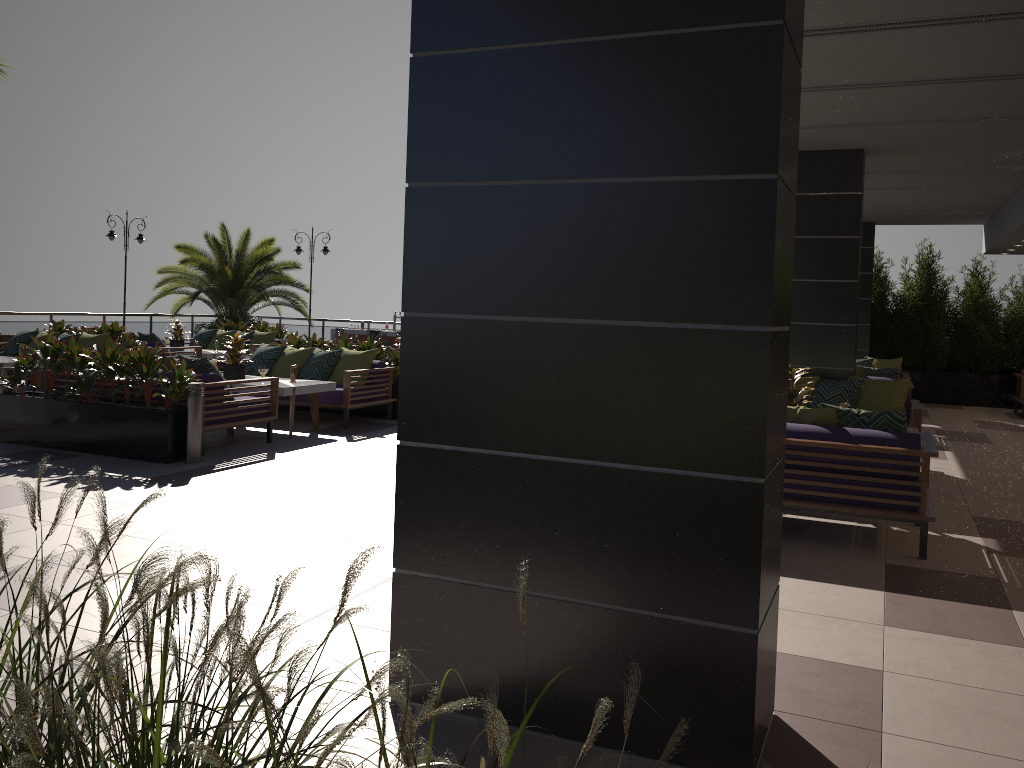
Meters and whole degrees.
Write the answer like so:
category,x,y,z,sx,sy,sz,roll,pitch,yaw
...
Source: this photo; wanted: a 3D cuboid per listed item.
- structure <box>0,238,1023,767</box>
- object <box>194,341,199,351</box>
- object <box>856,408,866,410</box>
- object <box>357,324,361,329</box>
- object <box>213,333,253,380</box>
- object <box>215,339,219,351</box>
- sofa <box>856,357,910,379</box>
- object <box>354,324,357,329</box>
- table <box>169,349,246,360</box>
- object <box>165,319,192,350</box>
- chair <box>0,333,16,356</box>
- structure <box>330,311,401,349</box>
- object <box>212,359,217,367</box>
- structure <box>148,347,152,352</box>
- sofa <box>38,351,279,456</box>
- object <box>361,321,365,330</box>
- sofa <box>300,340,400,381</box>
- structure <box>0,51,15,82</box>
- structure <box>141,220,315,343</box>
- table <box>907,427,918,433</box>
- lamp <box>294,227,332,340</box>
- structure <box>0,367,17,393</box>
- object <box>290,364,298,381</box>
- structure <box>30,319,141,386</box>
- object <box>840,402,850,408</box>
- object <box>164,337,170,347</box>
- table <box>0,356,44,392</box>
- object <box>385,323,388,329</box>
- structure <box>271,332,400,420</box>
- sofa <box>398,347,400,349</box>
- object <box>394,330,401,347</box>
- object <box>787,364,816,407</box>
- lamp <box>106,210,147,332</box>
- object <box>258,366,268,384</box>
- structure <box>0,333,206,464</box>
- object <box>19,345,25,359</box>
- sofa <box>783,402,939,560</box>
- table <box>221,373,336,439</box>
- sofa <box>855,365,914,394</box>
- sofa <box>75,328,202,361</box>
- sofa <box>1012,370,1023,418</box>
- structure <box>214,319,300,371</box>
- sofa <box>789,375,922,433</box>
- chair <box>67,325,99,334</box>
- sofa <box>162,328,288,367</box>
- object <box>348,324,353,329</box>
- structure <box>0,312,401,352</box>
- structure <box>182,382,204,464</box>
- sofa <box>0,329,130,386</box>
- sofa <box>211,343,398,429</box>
category,x,y,z,sx,sy,sz,roll,pitch,yaw
structure,3.521,-0.473,5.797,7.826,3.116,24.759,4,5,23
object,-5.278,-0.629,14.791,0.067,0.189,0.085,1,2,-37
object,2.834,0.298,7.198,0.106,0.197,0.106,0,3,-39
object,-3.381,-1.215,19.576,0.105,0.208,0.105,2,2,-2
object,-3.122,-0.319,10.013,0.431,0.526,0.425,4,3,40
object,-5.138,-0.686,15.403,0.069,0.211,0.069,2,2,11
sofa,5.269,-0.019,14.364,2.128,0.918,1.120,4,4,23
object,-3.458,-1.226,19.673,0.105,0.208,0.105,2,2,-2
table,-5.742,-0.317,15.300,2.039,0.553,0.943,4,4,23
object,-5.782,-0.855,15.261,0.425,0.526,0.431,0,3,-40
chair,-9.445,-0.656,16.155,0.715,0.815,0.715,3,3,23
structure,-1.780,-0.853,18.800,4.406,1.326,0.805,4,3,23
object,-3.542,-0.206,10.530,0.069,0.181,0.069,1,2,-34
structure,-5.418,-0.198,13.128,0.100,0.699,0.180,3,2,23
sofa,-3.570,0.108,8.983,2.128,0.918,1.120,4,4,23
object,-3.226,-1.264,19.127,0.067,0.189,0.085,1,2,-42
sofa,-2.084,-0.132,12.502,2.128,0.918,1.120,4,4,23
structure,-6.728,-2.529,7.143,4.717,6.493,4.743,4,3,41
structure,-6.511,-2.167,20.692,3.799,3.298,3.763,2,3,-9
table,2.389,0.619,7.659,2.039,0.553,0.942,4,4,23
lamp,-4.973,-2.225,21.856,1.123,3.323,0.264,3,1,23
structure,-4.984,0.183,8.758,0.100,0.699,0.180,3,2,23
object,-2.477,-0.130,10.043,0.067,0.189,0.085,1,2,-37
structure,-6.551,-0.413,13.579,2.250,1.170,0.715,4,3,20
object,2.920,0.256,7.776,0.067,0.189,0.085,1,2,-42
object,-6.174,-0.751,15.819,0.106,0.197,0.106,1,2,-34
table,-7.237,-0.079,11.801,2.039,0.553,0.943,4,4,23
object,-2.671,-1.219,18.894,0.069,0.181,0.069,2,2,-5
structure,-2.369,-0.112,11.814,2.422,1.171,0.701,4,3,25
sofa,-1.171,-0.276,14.626,2.128,0.918,1.120,4,4,23
object,-1.628,-0.556,13.498,0.425,0.526,0.430,4,3,35
object,2.406,0.081,7.639,0.431,0.526,0.425,4,3,35
lamp,-8.485,-2.149,19.412,0.264,3.323,1.123,3,2,23
object,-2.684,-0.099,9.540,0.106,0.197,0.106,1,2,-34
structure,-3.884,0.127,8.278,2.254,1.170,0.738,4,3,25
object,-6.569,-0.432,11.861,0.067,0.189,0.085,1,2,-37
sofa,1.831,0.528,6.318,2.128,0.918,1.120,4,4,23
table,-3.132,0.217,10.048,2.039,0.553,0.943,4,4,23
sofa,4.260,0.142,12.003,2.128,0.918,1.120,4,4,23
sofa,-6.200,-0.429,14.259,2.128,0.918,1.120,4,4,23
sofa,9.389,0.135,14.331,2.128,0.918,1.120,4,4,23
structure,-5.012,-0.653,17.123,2.254,1.170,0.738,4,3,25
sofa,2.989,0.344,9.029,2.128,0.918,1.120,4,4,23
chair,-8.693,-0.775,17.914,0.715,0.815,0.715,3,3,23
sofa,-5.280,-0.572,16.381,2.128,0.918,1.120,4,4,23
object,-3.593,-1.230,19.662,0.105,0.208,0.105,2,2,-2
structure,-4.655,-0.296,12.477,12.932,1.057,17.525,4,5,23
structure,-2.805,0.340,7.827,0.100,0.699,0.180,3,2,23
sofa,-6.765,-0.333,12.862,2.128,0.918,1.120,4,4,23
sofa,-2.649,-0.036,11.104,2.128,0.918,1.120,4,4,23
